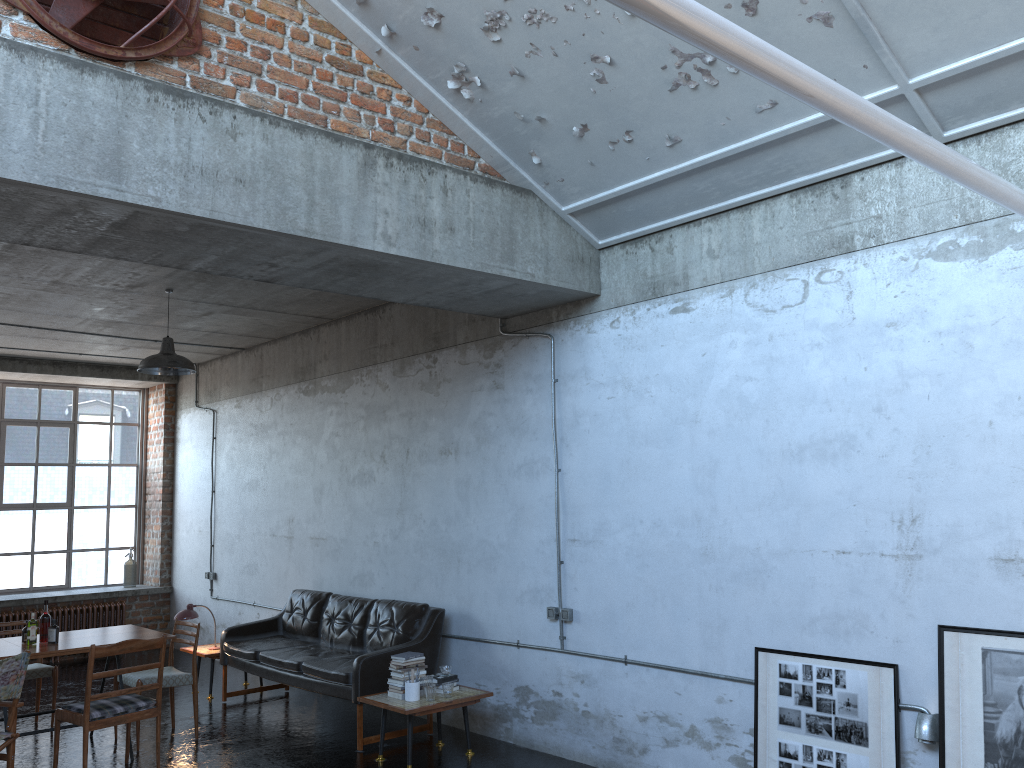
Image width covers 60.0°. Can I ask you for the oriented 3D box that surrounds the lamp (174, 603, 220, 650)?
[{"bbox_3d":[-3.243,2.505,9.145,0.220,0.492,0.496,-8,-10,40],"label":"lamp"}]

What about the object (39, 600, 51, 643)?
[{"bbox_3d":[-3.692,1.875,7.016,0.075,0.324,0.075,1,-8,-16],"label":"object"}]

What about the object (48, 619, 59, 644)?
[{"bbox_3d":[-3.584,1.935,6.932,0.097,0.180,0.051,-4,-8,20],"label":"object"}]

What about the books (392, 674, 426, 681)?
[{"bbox_3d":[-0.794,2.246,6.828,0.221,0.023,0.147,5,-10,-42],"label":"books"}]

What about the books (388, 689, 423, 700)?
[{"bbox_3d":[-0.797,2.364,6.791,0.248,0.043,0.192,5,-10,-41],"label":"books"}]

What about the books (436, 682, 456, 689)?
[{"bbox_3d":[-0.572,2.353,6.941,0.227,0.024,0.166,-5,-8,27],"label":"books"}]

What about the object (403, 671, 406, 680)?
[{"bbox_3d":[-0.788,2.249,6.626,0.046,0.202,0.023,-1,-7,-6],"label":"object"}]

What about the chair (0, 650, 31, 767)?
[{"bbox_3d":[-3.593,2.273,5.707,0.713,1.031,0.574,-4,-8,18],"label":"chair"}]

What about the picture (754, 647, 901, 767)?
[{"bbox_3d":[1.760,2.055,5.025,0.135,0.994,0.889,5,-10,-41],"label":"picture"}]

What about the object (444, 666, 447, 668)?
[{"bbox_3d":[-0.521,2.249,6.967,0.065,0.060,0.081,-6,-9,30],"label":"object"}]

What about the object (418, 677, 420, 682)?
[{"bbox_3d":[-0.718,2.271,6.633,0.068,0.159,0.009,3,-8,-28],"label":"object"}]

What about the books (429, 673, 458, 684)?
[{"bbox_3d":[-0.568,2.303,6.946,0.179,0.029,0.225,-8,-10,40],"label":"books"}]

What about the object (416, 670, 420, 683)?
[{"bbox_3d":[-0.716,2.241,6.661,0.062,0.169,0.009,5,-10,-42],"label":"object"}]

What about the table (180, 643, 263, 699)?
[{"bbox_3d":[-2.972,2.997,9.334,0.811,0.458,0.649,5,-10,-41],"label":"table"}]

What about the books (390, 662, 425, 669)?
[{"bbox_3d":[-0.808,2.162,6.828,0.231,0.023,0.162,2,-8,-26],"label":"books"}]

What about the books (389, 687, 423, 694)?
[{"bbox_3d":[-0.795,2.331,6.796,0.175,0.023,0.249,-9,-10,43],"label":"books"}]

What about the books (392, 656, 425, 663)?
[{"bbox_3d":[-0.799,2.120,6.842,0.205,0.020,0.155,5,-10,-41],"label":"books"}]

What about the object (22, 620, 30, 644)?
[{"bbox_3d":[-3.819,1.954,6.992,0.077,0.173,0.077,-6,-9,34],"label":"object"}]

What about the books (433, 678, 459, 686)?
[{"bbox_3d":[-0.564,2.330,6.953,0.175,0.024,0.243,-9,-10,44],"label":"books"}]

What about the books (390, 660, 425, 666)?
[{"bbox_3d":[-0.804,2.142,6.848,0.167,0.023,0.209,-8,-10,42],"label":"books"}]

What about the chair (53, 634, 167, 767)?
[{"bbox_3d":[-2.930,2.369,6.466,0.509,1.028,0.573,-7,-9,37],"label":"chair"}]

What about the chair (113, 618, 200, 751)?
[{"bbox_3d":[-2.986,2.524,7.513,0.577,0.971,0.589,5,-10,-42],"label":"chair"}]

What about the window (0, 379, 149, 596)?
[{"bbox_3d":[-4.799,3.232,13.846,19.864,12.900,0.747,5,-10,-41],"label":"window"}]

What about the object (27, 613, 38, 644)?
[{"bbox_3d":[-3.740,1.905,6.914,0.070,0.235,0.041,5,-10,-42],"label":"object"}]

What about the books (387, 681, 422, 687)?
[{"bbox_3d":[-0.799,2.292,6.819,0.255,0.014,0.192,4,-9,-38],"label":"books"}]

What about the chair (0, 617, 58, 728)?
[{"bbox_3d":[-4.422,2.605,7.862,0.589,0.971,0.577,5,-10,-42],"label":"chair"}]

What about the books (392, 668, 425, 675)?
[{"bbox_3d":[-0.796,2.204,6.831,0.155,0.022,0.205,-8,-10,43],"label":"books"}]

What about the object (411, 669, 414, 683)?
[{"bbox_3d":[-0.746,2.254,6.673,0.023,0.204,0.037,-1,-7,-2],"label":"object"}]

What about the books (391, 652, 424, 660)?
[{"bbox_3d":[-0.809,2.099,6.848,0.159,0.024,0.201,-7,-9,38],"label":"books"}]

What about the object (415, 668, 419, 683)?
[{"bbox_3d":[-0.724,2.235,6.671,0.052,0.185,0.009,5,-10,-40],"label":"object"}]

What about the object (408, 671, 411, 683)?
[{"bbox_3d":[-0.766,2.245,6.665,0.009,0.167,0.061,3,-9,-29],"label":"object"}]

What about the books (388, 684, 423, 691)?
[{"bbox_3d":[-0.796,2.308,6.799,0.249,0.023,0.175,5,-10,-41],"label":"books"}]

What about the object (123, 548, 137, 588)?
[{"bbox_3d":[-5.374,2.584,12.489,0.172,0.551,0.172,-2,-7,2],"label":"object"}]

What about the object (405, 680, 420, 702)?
[{"bbox_3d":[-0.743,2.293,6.622,0.110,0.137,0.110,5,-10,-41],"label":"object"}]

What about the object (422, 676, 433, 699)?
[{"bbox_3d":[-0.638,2.290,6.696,0.087,0.155,0.087,-4,-8,21],"label":"object"}]

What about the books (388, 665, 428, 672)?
[{"bbox_3d":[-0.801,2.184,6.831,0.244,0.019,0.174,5,-10,-41],"label":"books"}]

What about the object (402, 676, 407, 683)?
[{"bbox_3d":[-0.768,2.258,6.623,0.137,0.190,0.009,4,-9,-38],"label":"object"}]

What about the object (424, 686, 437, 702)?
[{"bbox_3d":[-0.604,2.302,6.583,0.092,0.099,0.092,-5,-8,26],"label":"object"}]

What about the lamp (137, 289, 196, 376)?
[{"bbox_3d":[-3.129,-0.552,8.071,0.502,0.891,0.502,4,-9,-37],"label":"lamp"}]

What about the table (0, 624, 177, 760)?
[{"bbox_3d":[-4.212,2.443,6.465,3.112,0.917,1.067,5,-10,-41],"label":"table"}]

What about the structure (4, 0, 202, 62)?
[{"bbox_3d":[-2.136,-2.178,4.561,1.058,1.096,0.808,5,-10,-41],"label":"structure"}]

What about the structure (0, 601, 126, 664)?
[{"bbox_3d":[-7.172,3.091,10.168,5.349,0.713,0.232,5,-10,-41],"label":"structure"}]

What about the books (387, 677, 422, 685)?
[{"bbox_3d":[-0.801,2.271,6.822,0.193,0.028,0.245,-8,-10,43],"label":"books"}]

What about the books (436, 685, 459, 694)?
[{"bbox_3d":[-0.562,2.381,6.939,0.243,0.034,0.179,-6,-9,31],"label":"books"}]

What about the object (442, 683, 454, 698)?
[{"bbox_3d":[-0.483,2.313,6.690,0.092,0.099,0.092,-5,-8,26],"label":"object"}]

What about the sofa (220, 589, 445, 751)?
[{"bbox_3d":[-1.739,2.509,8.181,0.929,1.045,2.610,5,-10,-41],"label":"sofa"}]

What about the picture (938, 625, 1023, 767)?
[{"bbox_3d":[2.537,1.795,4.103,0.233,1.215,1.095,5,-10,-41],"label":"picture"}]

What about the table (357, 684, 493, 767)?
[{"bbox_3d":[-0.656,2.602,6.748,0.811,0.458,0.649,5,-10,-41],"label":"table"}]

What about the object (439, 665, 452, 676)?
[{"bbox_3d":[-0.520,2.255,6.966,0.103,0.068,0.103,-4,-8,21],"label":"object"}]

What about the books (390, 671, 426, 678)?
[{"bbox_3d":[-0.798,2.227,6.834,0.224,0.021,0.158,5,-10,-41],"label":"books"}]
